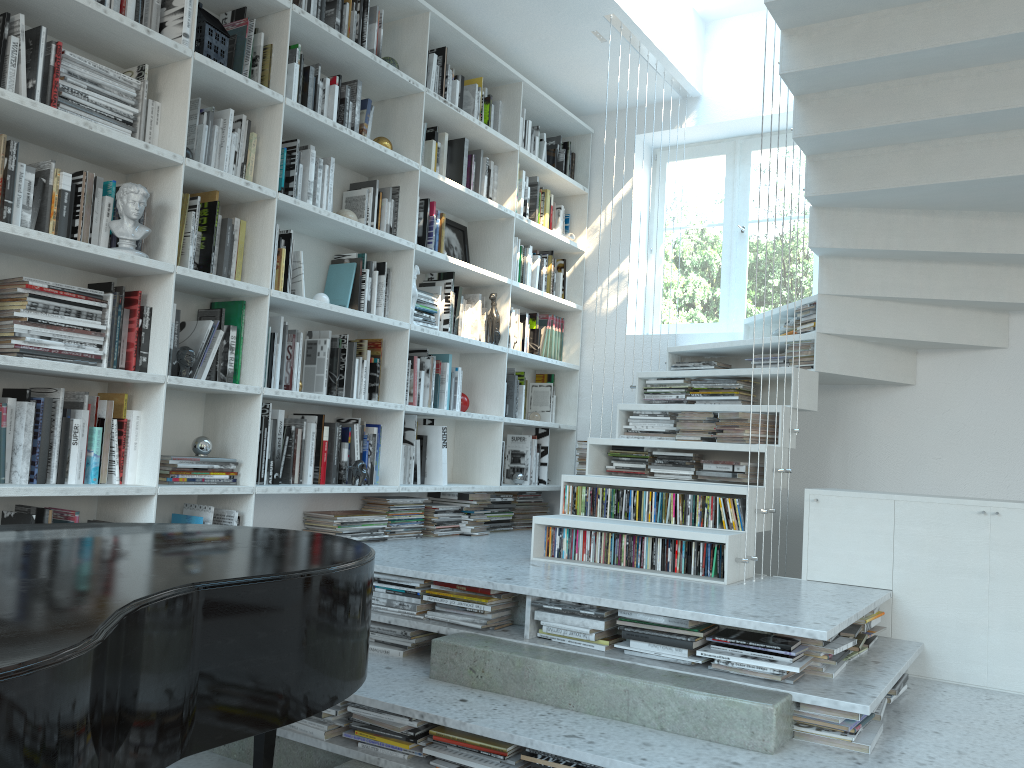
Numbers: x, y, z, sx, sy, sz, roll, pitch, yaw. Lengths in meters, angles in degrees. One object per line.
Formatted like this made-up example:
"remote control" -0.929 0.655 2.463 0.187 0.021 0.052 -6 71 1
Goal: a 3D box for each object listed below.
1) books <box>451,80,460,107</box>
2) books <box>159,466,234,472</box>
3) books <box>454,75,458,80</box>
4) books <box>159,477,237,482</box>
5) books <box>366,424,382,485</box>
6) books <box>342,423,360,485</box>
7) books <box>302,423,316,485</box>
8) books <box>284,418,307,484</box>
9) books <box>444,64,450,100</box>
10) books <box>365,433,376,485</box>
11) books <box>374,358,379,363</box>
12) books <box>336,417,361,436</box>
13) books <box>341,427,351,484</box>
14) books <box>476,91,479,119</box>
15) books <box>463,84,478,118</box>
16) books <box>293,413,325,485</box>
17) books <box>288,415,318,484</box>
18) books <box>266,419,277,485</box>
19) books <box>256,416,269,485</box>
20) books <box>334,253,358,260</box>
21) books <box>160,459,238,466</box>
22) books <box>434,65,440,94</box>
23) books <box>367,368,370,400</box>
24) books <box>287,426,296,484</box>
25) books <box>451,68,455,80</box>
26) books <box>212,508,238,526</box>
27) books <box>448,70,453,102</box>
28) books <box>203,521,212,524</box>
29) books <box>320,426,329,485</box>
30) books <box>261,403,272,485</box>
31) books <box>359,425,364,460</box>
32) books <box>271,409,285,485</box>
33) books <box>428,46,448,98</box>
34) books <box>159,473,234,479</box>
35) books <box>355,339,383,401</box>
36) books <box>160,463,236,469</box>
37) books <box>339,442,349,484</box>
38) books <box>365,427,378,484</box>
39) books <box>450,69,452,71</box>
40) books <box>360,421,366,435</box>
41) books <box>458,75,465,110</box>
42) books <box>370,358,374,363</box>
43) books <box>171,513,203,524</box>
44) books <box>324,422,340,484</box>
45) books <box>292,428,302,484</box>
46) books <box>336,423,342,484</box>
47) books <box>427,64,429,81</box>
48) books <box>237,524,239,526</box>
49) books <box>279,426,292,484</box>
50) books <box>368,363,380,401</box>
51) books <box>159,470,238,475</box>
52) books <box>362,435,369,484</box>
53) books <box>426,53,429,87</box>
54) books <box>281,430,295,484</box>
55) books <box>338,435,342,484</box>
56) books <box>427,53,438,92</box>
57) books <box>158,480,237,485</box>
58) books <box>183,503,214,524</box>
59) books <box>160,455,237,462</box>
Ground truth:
"books" -0.358 -1.434 4.523 0.190 0.202 0.024 1 -5 32
"books" -1.160 0.305 3.202 0.161 0.012 0.254 0 -6 37
"books" -0.351 -1.456 4.577 0.161 0.254 0.012 1 -5 32
"books" -1.162 0.341 3.200 0.159 0.012 0.285 0 -6 37
"books" -0.674 0.320 4.071 0.171 0.272 0.025 1 -5 32
"books" -0.757 0.307 3.937 0.186 0.266 0.070 1 -5 32
"books" -0.902 0.287 3.698 0.181 0.252 0.025 1 -5 32
"books" -0.927 0.276 3.677 0.171 0.267 0.014 1 -5 32
"books" -0.392 -1.470 4.474 0.168 0.262 0.014 1 -5 32
"books" -0.696 0.337 4.023 0.175 0.228 0.025 1 -5 32
"books" -0.679 -0.015 4.060 0.158 0.203 0.013 1 -5 32
"books" -0.743 0.298 3.978 0.134 0.293 0.013 1 -5 32
"books" -0.782 0.312 3.907 0.164 0.249 0.012 1 -5 32
"books" -0.257 -1.425 4.690 0.182 0.220 0.008 1 -5 32
"books" -0.261 -1.443 4.678 0.169 0.256 0.019 1 -5 32
"books" -0.869 0.272 3.744 0.175 0.293 0.012 1 -5 32
"books" -0.894 0.275 3.745 0.159 0.285 0.012 1 -5 32
"books" -1.010 0.264 3.508 0.178 0.256 0.023 1 -5 32
"books" -1.033 0.256 3.467 0.186 0.262 0.023 1 -5 32
"books" -0.750 -0.438 3.969 0.135 0.290 0.016 1 -5 32
"books" -1.157 0.281 3.203 0.159 0.012 0.285 0 -6 36
"books" -0.434 -1.461 4.421 0.148 0.231 0.031 1 -5 32
"books" -0.711 -0.034 4.023 0.155 0.231 0.021 1 -5 32
"books" -0.957 0.288 3.641 0.142 0.234 0.029 1 -5 32
"books" -0.369 -1.471 4.554 0.153 0.279 0.012 1 -5 32
"books" -1.080 0.599 3.245 0.172 0.284 0.021 1 -5 32
"books" -0.384 -1.456 4.489 0.172 0.236 0.022 1 -5 32
"books" -1.140 0.608 3.149 0.176 0.245 0.014 1 -5 32
"books" -0.861 0.299 3.762 0.184 0.244 0.031 1 -5 32
"books" -1.024 0.231 3.483 0.186 0.316 0.010 1 -5 32
"books" -0.735 0.314 3.992 0.150 0.264 0.021 1 -5 32
"books" -0.994 0.248 3.531 0.188 0.294 0.030 1 -5 32
"books" -0.410 -1.509 4.437 0.180 0.332 0.014 1 -5 32
"books" -1.159 0.329 3.199 0.161 0.012 0.254 0 -6 38
"books" -0.665 -0.060 4.067 0.162 0.295 0.007 1 -5 32
"books" -1.150 0.293 3.197 0.161 0.012 0.254 0 -5 32
"books" -0.792 0.344 3.888 0.169 0.181 0.025 1 -5 32
"books" -0.687 0.324 4.049 0.156 0.258 0.026 1 -5 32
"books" -0.379 -1.462 4.512 0.151 0.254 0.021 1 -5 32
"books" -0.730 0.308 4.025 0.143 0.282 0.012 1 -5 32
"books" -0.329 -1.455 4.588 0.165 0.257 0.030 1 -5 32
"books" -0.695 -0.017 4.052 0.141 0.205 0.016 1 -5 32
"books" -1.158 0.597 3.136 0.162 0.264 0.005 1 -5 32
"books" -0.826 0.297 3.828 0.173 0.262 0.026 1 -5 32
"books" -0.940 0.294 3.661 0.159 0.228 0.024 1 -5 32
"books" -0.818 0.299 3.853 0.169 0.263 0.026 1 -5 32
"books" -0.485 -1.471 4.333 0.168 0.231 0.024 1 -5 32
"books" -1.071 0.628 3.275 0.149 0.233 0.013 1 -5 32
"books" -0.978 0.284 3.586 0.162 0.231 0.065 1 -5 32
"books" -0.680 -0.006 4.023 0.189 0.180 0.016 1 -5 32
"books" -1.157 0.317 3.199 0.159 0.012 0.285 0 -5 35
"books" -0.717 0.338 3.999 0.168 0.220 0.013 1 -5 32
"books" -0.491 -1.479 4.308 0.184 0.241 0.026 1 -5 32
"books" -0.960 0.295 3.618 0.175 0.217 0.011 1 -5 32
"books" -0.809 0.327 3.873 0.135 0.211 0.022 1 -5 32
"books" -0.451 -1.488 4.388 0.150 0.278 0.048 1 -5 32
"books" -1.159 0.353 3.196 0.159 0.012 0.285 0 -5 35
"books" -1.142 0.583 3.181 0.149 0.300 0.032 1 -5 32
"books" -1.151 0.269 3.199 0.161 0.012 0.254 -1 -6 41
